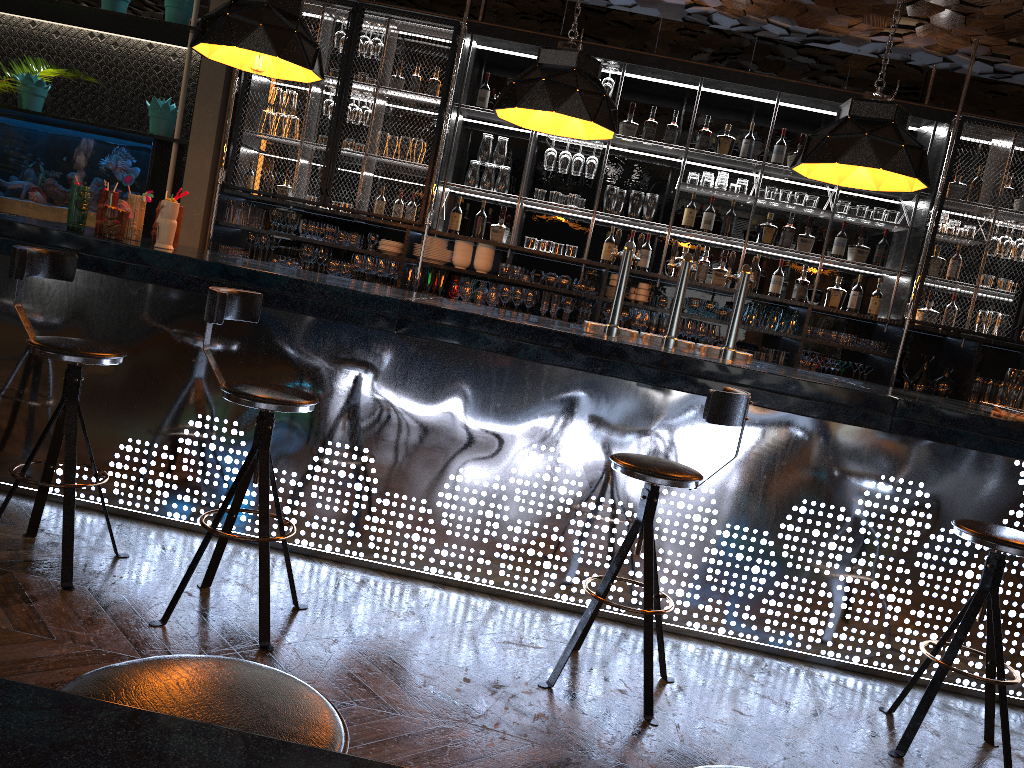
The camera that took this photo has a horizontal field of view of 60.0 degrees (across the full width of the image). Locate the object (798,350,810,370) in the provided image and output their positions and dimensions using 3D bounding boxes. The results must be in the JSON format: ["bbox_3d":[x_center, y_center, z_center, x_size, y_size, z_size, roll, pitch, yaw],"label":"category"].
[{"bbox_3d":[2.127,-0.160,6.498,0.089,0.174,0.089,6,8,-37],"label":"object"}]

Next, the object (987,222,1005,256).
[{"bbox_3d":[3.597,-1.080,6.603,0.092,0.244,0.092,11,7,-3],"label":"object"}]

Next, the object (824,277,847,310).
[{"bbox_3d":[2.424,-0.677,6.640,0.151,0.248,0.094,13,7,11],"label":"object"}]

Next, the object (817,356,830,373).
[{"bbox_3d":[2.326,-0.126,6.652,0.106,0.148,0.106,16,8,34],"label":"object"}]

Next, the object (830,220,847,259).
[{"bbox_3d":[2.447,-1.068,6.606,0.086,0.298,0.086,6,8,-39],"label":"object"}]

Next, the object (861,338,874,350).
[{"bbox_3d":[2.601,-0.292,6.508,0.088,0.070,0.098,16,8,37],"label":"object"}]

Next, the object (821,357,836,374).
[{"bbox_3d":[2.317,-0.114,6.536,0.106,0.148,0.106,14,7,21],"label":"object"}]

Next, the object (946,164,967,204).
[{"bbox_3d":[3.257,-1.469,6.495,0.123,0.279,0.123,12,7,11],"label":"object"}]

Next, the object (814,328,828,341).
[{"bbox_3d":[2.258,-0.362,6.486,0.084,0.082,0.084,12,7,3],"label":"object"}]

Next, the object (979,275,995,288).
[{"bbox_3d":[3.470,-0.747,6.486,0.089,0.092,0.089,10,7,-13],"label":"object"}]

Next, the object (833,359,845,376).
[{"bbox_3d":[2.438,-0.103,6.649,0.106,0.148,0.106,15,8,31],"label":"object"}]

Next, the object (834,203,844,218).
[{"bbox_3d":[2.464,-1.300,6.652,0.089,0.092,0.089,5,9,-43],"label":"object"}]

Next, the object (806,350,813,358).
[{"bbox_3d":[2.240,-0.167,6.747,0.089,0.174,0.089,6,8,-37],"label":"object"}]

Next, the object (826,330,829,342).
[{"bbox_3d":[2.377,-0.349,6.577,0.084,0.082,0.084,15,7,29],"label":"object"}]

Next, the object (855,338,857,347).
[{"bbox_3d":[2.617,-0.311,6.704,0.088,0.070,0.098,10,7,-13],"label":"object"}]

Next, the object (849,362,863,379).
[{"bbox_3d":[2.603,-0.084,6.750,0.107,0.152,0.107,12,7,8],"label":"object"}]

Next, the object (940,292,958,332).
[{"bbox_3d":[3.267,-0.533,6.609,0.086,0.299,0.086,6,8,-39],"label":"object"}]

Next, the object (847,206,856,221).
[{"bbox_3d":[2.563,-1.284,6.682,0.089,0.092,0.089,10,7,-12],"label":"object"}]

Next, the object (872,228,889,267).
[{"bbox_3d":[2.751,-1.006,6.590,0.086,0.299,0.086,6,8,-39],"label":"object"}]

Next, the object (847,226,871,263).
[{"bbox_3d":[2.582,-1.028,6.581,0.123,0.279,0.123,10,7,-9],"label":"object"}]

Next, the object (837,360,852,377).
[{"bbox_3d":[2.432,-0.091,6.534,0.106,0.148,0.106,13,7,12],"label":"object"}]

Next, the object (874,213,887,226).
[{"bbox_3d":[2.772,-1.240,6.662,0.089,0.092,0.089,17,9,41],"label":"object"}]

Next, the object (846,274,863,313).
[{"bbox_3d":[2.581,-0.672,6.646,0.086,0.298,0.086,6,8,-39],"label":"object"}]

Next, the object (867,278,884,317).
[{"bbox_3d":[2.723,-0.641,6.626,0.080,0.299,0.080,12,7,5],"label":"object"}]

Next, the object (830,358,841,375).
[{"bbox_3d":[2.443,-0.116,6.764,0.106,0.148,0.106,17,9,41],"label":"object"}]

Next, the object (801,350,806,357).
[{"bbox_3d":[2.143,-0.168,6.592,0.089,0.174,0.089,6,8,-37],"label":"object"}]

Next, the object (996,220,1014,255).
[{"bbox_3d":[3.587,-1.063,6.439,0.092,0.244,0.092,11,7,-3],"label":"object"}]

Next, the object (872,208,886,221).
[{"bbox_3d":[2.686,-1.237,6.496,0.089,0.092,0.089,17,9,41],"label":"object"}]

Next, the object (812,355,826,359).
[{"bbox_3d":[2.331,-0.139,6.769,0.106,0.148,0.106,14,7,21],"label":"object"}]

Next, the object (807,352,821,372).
[{"bbox_3d":[2.236,-0.145,6.553,0.089,0.174,0.089,6,8,-37],"label":"object"}]

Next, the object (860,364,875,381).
[{"bbox_3d":[2.593,-0.058,6.505,0.107,0.152,0.107,15,7,28],"label":"object"}]

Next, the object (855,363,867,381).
[{"bbox_3d":[2.599,-0.070,6.621,0.107,0.152,0.107,13,7,16],"label":"object"}]

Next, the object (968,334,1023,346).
[{"bbox_3d":[3.611,-0.314,6.553,0.437,0.019,0.273,11,7,2],"label":"object"}]

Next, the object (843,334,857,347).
[{"bbox_3d":[2.470,-0.320,6.476,0.084,0.082,0.084,9,7,-15],"label":"object"}]

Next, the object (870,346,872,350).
[{"bbox_3d":[2.707,-0.288,6.654,0.098,0.070,0.088,6,9,-41],"label":"object"}]

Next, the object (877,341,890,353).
[{"bbox_3d":[2.697,-0.266,6.455,0.088,0.070,0.098,13,7,12],"label":"object"}]

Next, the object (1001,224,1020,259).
[{"bbox_3d":[3.705,-1.058,6.599,0.092,0.244,0.092,11,7,-3],"label":"object"}]

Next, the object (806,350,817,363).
[{"bbox_3d":[2.220,-0.160,6.650,0.089,0.174,0.089,6,8,-37],"label":"object"}]

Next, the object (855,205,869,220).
[{"bbox_3d":[2.575,-1.264,6.539,0.089,0.092,0.089,11,7,1],"label":"object"}]

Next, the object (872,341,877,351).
[{"bbox_3d":[2.701,-0.277,6.552,0.098,0.070,0.088,15,7,29],"label":"object"}]

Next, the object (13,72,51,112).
[{"bbox_3d":[-3.668,-2.225,6.761,0.265,0.325,0.245,7,8,-33],"label":"object"}]

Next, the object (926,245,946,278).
[{"bbox_3d":[3.133,-0.901,6.574,0.151,0.248,0.094,13,7,11],"label":"object"}]

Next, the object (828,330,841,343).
[{"bbox_3d":[2.353,-0.343,6.480,0.084,0.082,0.084,14,7,20],"label":"object"}]

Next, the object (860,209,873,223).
[{"bbox_3d":[2.664,-1.260,6.654,0.089,0.092,0.089,10,7,-12],"label":"object"}]

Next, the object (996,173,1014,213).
[{"bbox_3d":[3.614,-1.402,6.494,0.083,0.282,0.083,11,7,2],"label":"object"}]

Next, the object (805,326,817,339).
[{"bbox_3d":[2.179,-0.379,6.491,0.084,0.082,0.084,11,7,-5],"label":"object"}]

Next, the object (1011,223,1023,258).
[{"bbox_3d":[3.695,-1.041,6.435,0.092,0.244,0.092,11,7,-3],"label":"object"}]

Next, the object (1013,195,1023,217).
[{"bbox_3d":[3.766,-1.369,6.490,0.123,0.279,0.123,12,7,6],"label":"object"}]

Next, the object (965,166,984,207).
[{"bbox_3d":[3.407,-1.451,6.504,0.086,0.297,0.086,6,8,-39],"label":"object"}]

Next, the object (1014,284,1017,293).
[{"bbox_3d":[3.816,-0.697,6.649,0.089,0.092,0.089,10,7,-13],"label":"object"}]

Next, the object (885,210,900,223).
[{"bbox_3d":[2.785,-1.218,6.499,0.089,0.092,0.089,10,7,-12],"label":"object"}]

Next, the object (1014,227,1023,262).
[{"bbox_3d":[3.802,-1.038,6.595,0.092,0.244,0.092,11,7,-3],"label":"object"}]

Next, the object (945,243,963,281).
[{"bbox_3d":[3.290,-0.897,6.580,0.086,0.298,0.086,6,8,-39],"label":"object"}]

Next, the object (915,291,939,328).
[{"bbox_3d":[3.098,-0.554,6.599,0.123,0.279,0.123,10,7,-9],"label":"object"}]

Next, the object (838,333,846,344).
[{"bbox_3d":[2.458,-0.333,6.574,0.084,0.082,0.084,12,7,8],"label":"object"}]

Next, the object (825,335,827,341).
[{"bbox_3d":[2.363,-0.363,6.673,0.084,0.082,0.084,11,6,0],"label":"object"}]

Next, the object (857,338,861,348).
[{"bbox_3d":[2.608,-0.301,6.605,0.088,0.070,0.098,14,7,25],"label":"object"}]

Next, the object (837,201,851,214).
[{"bbox_3d":[2.432,-1.290,6.515,0.089,0.092,0.089,10,7,-12],"label":"object"}]
